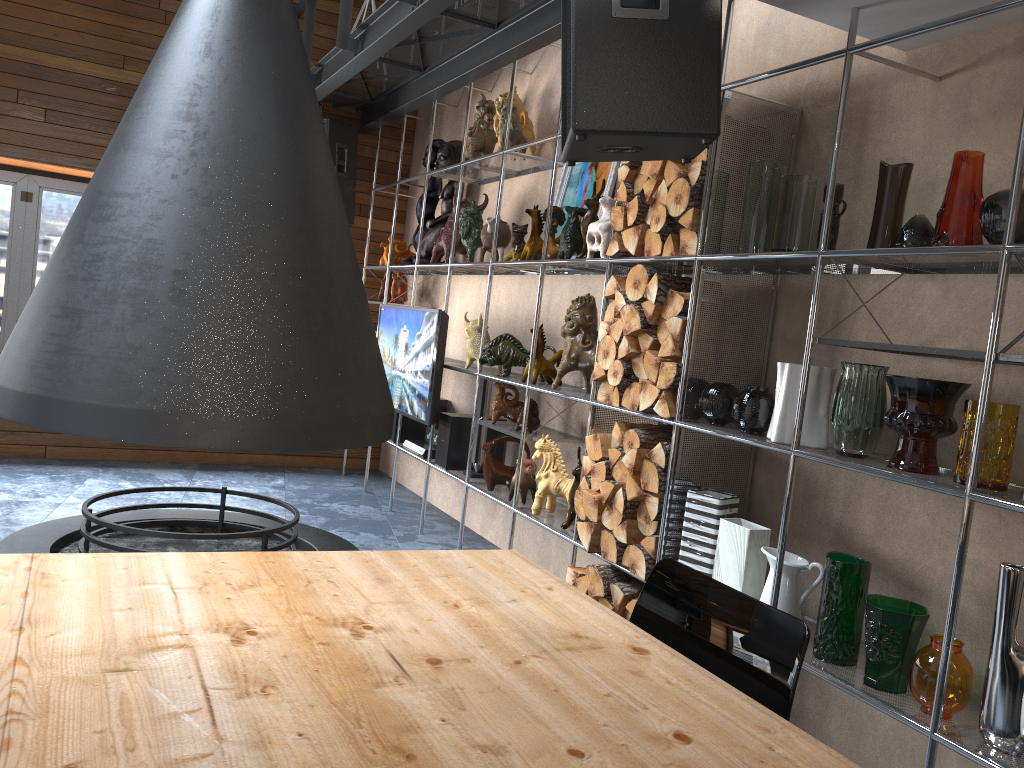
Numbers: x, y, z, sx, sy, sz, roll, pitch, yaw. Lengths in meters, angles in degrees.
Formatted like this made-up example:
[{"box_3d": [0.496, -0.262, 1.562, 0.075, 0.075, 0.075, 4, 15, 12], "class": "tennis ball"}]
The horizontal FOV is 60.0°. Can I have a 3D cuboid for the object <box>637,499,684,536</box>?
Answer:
[{"box_3d": [0.612, 0.493, 3.258, 0.285, 0.143, 0.143, 5, 4, -27], "class": "object"}]

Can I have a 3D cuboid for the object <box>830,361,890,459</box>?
[{"box_3d": [0.977, 0.075, 2.499, 0.144, 0.264, 0.142, 7, 4, 4], "class": "object"}]

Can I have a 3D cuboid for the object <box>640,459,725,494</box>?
[{"box_3d": [0.614, 0.334, 3.198, 0.299, 0.114, 0.135, 5, 4, -29], "class": "object"}]

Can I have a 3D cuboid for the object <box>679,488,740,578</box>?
[{"box_3d": [0.667, 0.544, 3.035, 0.139, 0.347, 0.140, 10, 5, 43], "class": "object"}]

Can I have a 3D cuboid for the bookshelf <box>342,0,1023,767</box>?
[{"box_3d": [1.602, -1.800, 1.752, 0.421, 6.219, 10.740, 5, 4, -26], "class": "bookshelf"}]

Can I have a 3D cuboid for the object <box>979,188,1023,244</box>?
[{"box_3d": [1.200, -0.389, 2.121, 0.149, 0.149, 0.148, 8, 4, 17], "class": "object"}]

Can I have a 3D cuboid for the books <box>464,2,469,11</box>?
[{"box_3d": [-0.221, -2.352, 5.319, 0.122, 0.230, 0.017, 5, 4, -26], "class": "books"}]

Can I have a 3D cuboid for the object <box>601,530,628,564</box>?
[{"box_3d": [0.492, 0.616, 3.395, 0.299, 0.114, 0.135, 5, 4, -29], "class": "object"}]

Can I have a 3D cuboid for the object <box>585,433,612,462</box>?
[{"box_3d": [0.453, 0.257, 3.534, 0.299, 0.119, 0.151, 5, 4, -24], "class": "object"}]

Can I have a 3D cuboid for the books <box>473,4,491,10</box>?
[{"box_3d": [-0.167, -2.321, 5.235, 0.126, 0.197, 0.047, 5, 4, -26], "class": "books"}]

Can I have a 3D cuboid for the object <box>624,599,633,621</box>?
[{"box_3d": [0.564, 0.862, 3.260, 0.288, 0.135, 0.109, 5, 4, -23], "class": "object"}]

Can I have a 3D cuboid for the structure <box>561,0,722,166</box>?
[{"box_3d": [0.378, -1.049, 2.673, 0.506, 0.744, 0.460, 7, 4, -1], "class": "structure"}]

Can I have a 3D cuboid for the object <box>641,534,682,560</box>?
[{"box_3d": [0.613, 0.577, 3.203, 0.303, 0.088, 0.095, 5, 4, -28], "class": "object"}]

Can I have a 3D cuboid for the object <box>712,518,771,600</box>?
[{"box_3d": [0.734, 0.591, 2.859, 0.092, 0.287, 0.148, 5, 4, -26], "class": "object"}]

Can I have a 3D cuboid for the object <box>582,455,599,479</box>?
[{"box_3d": [0.431, 0.351, 3.599, 0.308, 0.120, 0.098, 4, 4, -31], "class": "object"}]

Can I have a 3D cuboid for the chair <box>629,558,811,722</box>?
[{"box_3d": [0.147, 0.764, 1.559, 0.599, 0.825, 0.527, 5, 4, -26], "class": "chair"}]

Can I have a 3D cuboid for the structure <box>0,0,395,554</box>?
[{"box_3d": [-0.644, -1.848, 2.486, 1.197, 5.699, 1.689, 5, 4, -26], "class": "structure"}]

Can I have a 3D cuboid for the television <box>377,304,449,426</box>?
[{"box_3d": [-0.614, -0.144, 5.326, 0.115, 0.638, 1.075, 5, 4, -26], "class": "television"}]

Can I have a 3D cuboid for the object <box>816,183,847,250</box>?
[{"box_3d": [0.948, -0.485, 2.634, 0.058, 0.215, 0.077, 7, 4, 0], "class": "object"}]

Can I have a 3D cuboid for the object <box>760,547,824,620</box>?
[{"box_3d": [0.834, 0.635, 2.697, 0.171, 0.245, 0.146, 7, 4, 4], "class": "object"}]

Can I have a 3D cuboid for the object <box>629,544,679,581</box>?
[{"box_3d": [0.573, 0.641, 3.215, 0.287, 0.112, 0.126, 5, 4, -27], "class": "object"}]

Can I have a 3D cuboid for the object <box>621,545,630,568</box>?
[{"box_3d": [0.559, 0.643, 3.307, 0.303, 0.095, 0.087, 5, 4, -27], "class": "object"}]

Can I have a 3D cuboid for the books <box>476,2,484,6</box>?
[{"box_3d": [-0.146, -2.328, 5.216, 0.137, 0.216, 0.049, 5, 4, -26], "class": "books"}]

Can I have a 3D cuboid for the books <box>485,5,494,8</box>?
[{"box_3d": [-0.146, -2.312, 5.200, 0.120, 0.188, 0.048, 5, 4, -26], "class": "books"}]

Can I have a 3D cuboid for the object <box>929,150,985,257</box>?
[{"box_3d": [1.144, -0.457, 2.252, 0.127, 0.254, 0.126, 8, 4, 17], "class": "object"}]

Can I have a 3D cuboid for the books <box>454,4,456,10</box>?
[{"box_3d": [-0.291, -2.356, 5.480, 0.127, 0.201, 0.011, 5, 4, -26], "class": "books"}]

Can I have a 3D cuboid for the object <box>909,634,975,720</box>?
[{"box_3d": [1.065, 0.725, 2.198, 0.145, 0.188, 0.145, 4, 4, -35], "class": "object"}]

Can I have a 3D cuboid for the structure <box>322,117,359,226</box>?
[{"box_3d": [-1.357, -1.481, 6.226, 0.462, 0.735, 0.488, 8, 4, 24], "class": "structure"}]

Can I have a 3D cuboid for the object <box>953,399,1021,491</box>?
[{"box_3d": [1.153, 0.146, 2.155, 0.120, 0.206, 0.120, 8, 4, 21], "class": "object"}]

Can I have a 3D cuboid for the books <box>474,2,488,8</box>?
[{"box_3d": [-0.163, -2.330, 5.222, 0.133, 0.218, 0.051, 5, 4, -27], "class": "books"}]

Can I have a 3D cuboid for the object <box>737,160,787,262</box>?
[{"box_3d": [0.825, -0.568, 2.930, 0.122, 0.313, 0.122, 6, 4, -6], "class": "object"}]

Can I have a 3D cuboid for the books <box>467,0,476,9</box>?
[{"box_3d": [-0.218, -2.324, 5.299, 0.112, 0.177, 0.009, 5, 4, -26], "class": "books"}]

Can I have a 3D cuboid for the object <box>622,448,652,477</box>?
[{"box_3d": [0.578, 0.293, 3.289, 0.362, 0.115, 0.098, 5, 4, -27], "class": "object"}]

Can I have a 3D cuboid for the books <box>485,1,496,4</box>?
[{"box_3d": [-0.134, -2.312, 5.158, 0.138, 0.191, 0.049, 5, 4, -26], "class": "books"}]

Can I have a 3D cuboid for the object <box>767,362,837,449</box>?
[{"box_3d": [0.885, 0.062, 2.707, 0.175, 0.241, 0.165, 7, 4, 9], "class": "object"}]

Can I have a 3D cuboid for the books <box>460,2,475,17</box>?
[{"box_3d": [-0.235, -2.355, 5.394, 0.161, 0.223, 0.017, 5, 4, -26], "class": "books"}]

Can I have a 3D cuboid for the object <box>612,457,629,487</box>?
[{"box_3d": [0.558, 0.343, 3.387, 0.321, 0.128, 0.164, 5, 4, -27], "class": "object"}]

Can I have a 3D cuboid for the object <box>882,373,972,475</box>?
[{"box_3d": [1.071, 0.107, 2.330, 0.218, 0.243, 0.216, 4, 4, -36], "class": "object"}]

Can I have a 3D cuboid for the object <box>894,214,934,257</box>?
[{"box_3d": [1.082, -0.399, 2.368, 0.108, 0.109, 0.109, 7, 4, -1], "class": "object"}]

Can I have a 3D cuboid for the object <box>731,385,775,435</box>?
[{"box_3d": [0.787, 0.085, 2.871, 0.151, 0.154, 0.151, 5, 4, -23], "class": "object"}]

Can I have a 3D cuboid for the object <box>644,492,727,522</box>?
[{"box_3d": [0.623, 0.434, 3.199, 0.309, 0.121, 0.111, 5, 4, -27], "class": "object"}]

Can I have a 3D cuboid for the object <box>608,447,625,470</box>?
[{"box_3d": [0.519, 0.298, 3.447, 0.303, 0.090, 0.098, 5, 4, -27], "class": "object"}]

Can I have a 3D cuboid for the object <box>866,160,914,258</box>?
[{"box_3d": [1.046, -0.489, 2.458, 0.092, 0.268, 0.092, 6, 4, -4], "class": "object"}]

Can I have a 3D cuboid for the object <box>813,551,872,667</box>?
[{"box_3d": [0.933, 0.634, 2.511, 0.125, 0.295, 0.130, 7, 4, -2], "class": "object"}]

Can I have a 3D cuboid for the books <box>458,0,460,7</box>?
[{"box_3d": [-0.272, -2.335, 5.419, 0.119, 0.172, 0.014, 5, 4, -26], "class": "books"}]

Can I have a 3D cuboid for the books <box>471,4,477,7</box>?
[{"box_3d": [-0.176, -2.337, 5.270, 0.155, 0.215, 0.055, 5, 4, -26], "class": "books"}]

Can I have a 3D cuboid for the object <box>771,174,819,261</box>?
[{"box_3d": [0.888, -0.522, 2.787, 0.113, 0.253, 0.112, 5, 4, -26], "class": "object"}]

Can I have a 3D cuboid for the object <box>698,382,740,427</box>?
[{"box_3d": [0.710, 0.069, 3.028, 0.148, 0.146, 0.150, 10, 5, 43], "class": "object"}]

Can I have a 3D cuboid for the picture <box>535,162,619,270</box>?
[{"box_3d": [0.331, -0.874, 4.402, 0.136, 0.625, 0.544, 5, 4, -26], "class": "picture"}]

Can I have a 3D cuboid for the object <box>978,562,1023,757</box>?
[{"box_3d": [1.166, 0.630, 2.036, 0.129, 0.420, 0.129, 5, 4, -23], "class": "object"}]

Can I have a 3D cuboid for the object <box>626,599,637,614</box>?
[{"box_3d": [0.573, 0.811, 3.218, 0.331, 0.105, 0.105, 5, 4, -30], "class": "object"}]

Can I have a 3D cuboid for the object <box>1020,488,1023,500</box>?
[{"box_3d": [1.202, 0.182, 1.996, 0.081, 0.170, 0.081, 7, 4, -1], "class": "object"}]

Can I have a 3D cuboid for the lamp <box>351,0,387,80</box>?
[{"box_3d": [-0.888, -2.469, 5.590, 0.475, 1.002, 0.475, 6, 4, -3], "class": "lamp"}]

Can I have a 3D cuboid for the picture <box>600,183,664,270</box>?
[{"box_3d": [0.617, -0.930, 3.900, 0.090, 0.863, 0.530, 5, 4, -27], "class": "picture"}]

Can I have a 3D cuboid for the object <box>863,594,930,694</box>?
[{"box_3d": [1.002, 0.692, 2.348, 0.157, 0.219, 0.161, 8, 4, 20], "class": "object"}]
